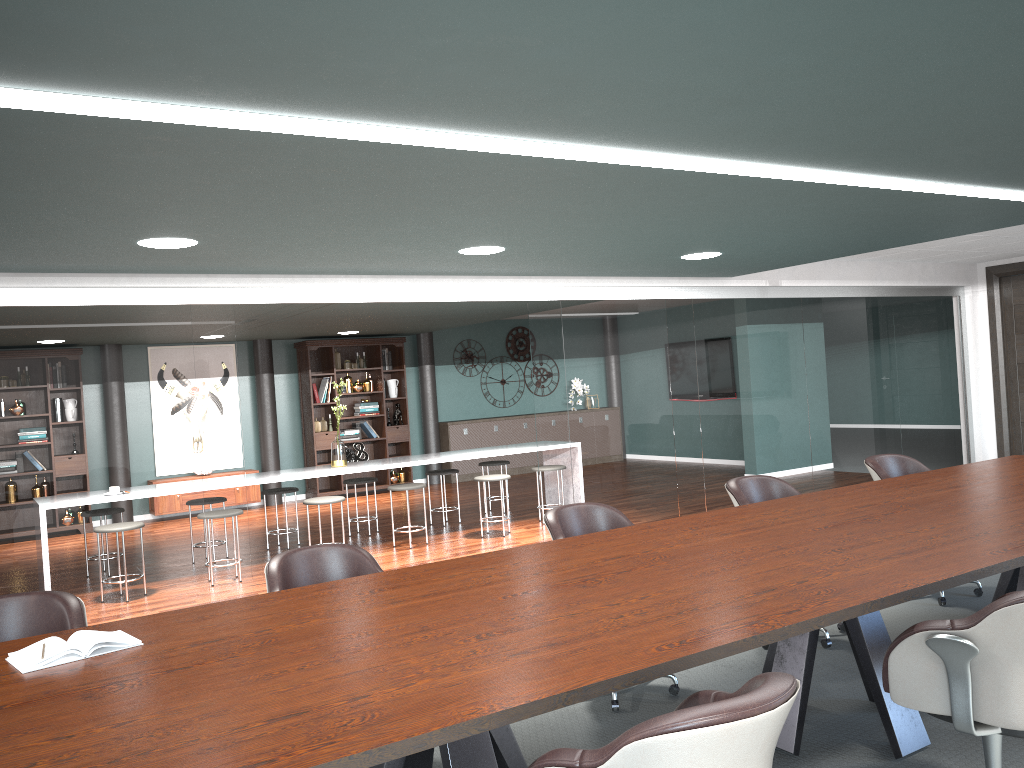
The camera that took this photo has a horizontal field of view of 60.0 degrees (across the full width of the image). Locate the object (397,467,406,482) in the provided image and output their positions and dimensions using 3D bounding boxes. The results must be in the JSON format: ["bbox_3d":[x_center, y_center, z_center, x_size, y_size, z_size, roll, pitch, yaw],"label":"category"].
[{"bbox_3d":[-1.446,1.154,11.609,0.108,0.256,0.108,-4,0,2],"label":"object"}]

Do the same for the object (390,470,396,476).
[{"bbox_3d":[-1.564,1.206,11.621,0.099,0.169,0.099,-4,0,32],"label":"object"}]

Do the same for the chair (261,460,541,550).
[{"bbox_3d":[-1.421,1.142,7.579,4.029,0.512,1.479,-4,0,-32],"label":"chair"}]

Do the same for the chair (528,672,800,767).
[{"bbox_3d":[0.320,0.924,1.734,0.523,0.761,0.533,-4,0,34],"label":"chair"}]

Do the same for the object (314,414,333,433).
[{"bbox_3d":[-2.392,0.489,11.102,0.250,0.221,0.186,-4,0,-34],"label":"object"}]

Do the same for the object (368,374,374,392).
[{"bbox_3d":[-1.841,-0.012,11.517,0.092,0.222,0.092,-4,0,2],"label":"object"}]

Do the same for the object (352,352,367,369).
[{"bbox_3d":[-1.983,-0.303,11.388,0.196,0.221,0.184,-4,0,-32],"label":"object"}]

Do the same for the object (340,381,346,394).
[{"bbox_3d":[-2.132,0.039,11.198,0.079,0.161,0.080,-4,0,-6],"label":"object"}]

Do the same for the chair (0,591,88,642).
[{"bbox_3d":[-1.470,1.040,2.606,0.535,0.761,0.518,-4,0,-11],"label":"chair"}]

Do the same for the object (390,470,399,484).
[{"bbox_3d":[-1.534,1.201,11.496,0.144,0.175,0.073,-4,0,-30],"label":"object"}]

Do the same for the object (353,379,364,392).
[{"bbox_3d":[-1.953,0.019,11.280,0.144,0.175,0.073,-4,0,-30],"label":"object"}]

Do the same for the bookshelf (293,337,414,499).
[{"bbox_3d":[-2.006,0.425,11.373,1.339,1.984,0.482,-4,0,-32],"label":"bookshelf"}]

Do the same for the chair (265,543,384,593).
[{"bbox_3d":[-0.612,0.980,3.141,0.535,0.761,0.518,-4,0,-26],"label":"chair"}]

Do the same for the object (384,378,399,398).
[{"bbox_3d":[-1.613,0.054,11.643,0.268,0.262,0.137,-4,0,8],"label":"object"}]

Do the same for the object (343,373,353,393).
[{"bbox_3d":[-2.091,-0.009,11.314,0.114,0.251,0.114,-4,0,-6],"label":"object"}]

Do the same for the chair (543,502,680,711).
[{"bbox_3d":[0.406,0.909,3.775,0.535,0.761,0.518,-4,0,-26],"label":"chair"}]

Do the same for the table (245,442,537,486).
[{"bbox_3d":[-1.422,1.048,7.512,4.577,0.699,0.609,-4,0,-32],"label":"table"}]

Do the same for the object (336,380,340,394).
[{"bbox_3d":[-2.229,0.040,11.247,0.105,0.172,0.105,-4,0,-36],"label":"object"}]

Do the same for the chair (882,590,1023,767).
[{"bbox_3d":[1.298,0.856,2.333,0.535,0.761,0.518,-4,0,-26],"label":"chair"}]

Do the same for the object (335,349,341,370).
[{"bbox_3d":[-2.228,-0.312,11.256,0.104,0.273,0.104,-4,0,4],"label":"object"}]

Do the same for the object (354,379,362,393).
[{"bbox_3d":[-1.983,0.024,11.406,0.099,0.169,0.099,-4,0,32],"label":"object"}]

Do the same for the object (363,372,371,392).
[{"bbox_3d":[-1.864,-0.028,11.393,0.108,0.256,0.108,-4,0,2],"label":"object"}]

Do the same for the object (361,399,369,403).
[{"bbox_3d":[-1.902,0.218,11.427,0.104,0.052,0.100,-4,0,-28],"label":"object"}]

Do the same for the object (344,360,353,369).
[{"bbox_3d":[-2.093,-0.247,11.305,0.096,0.126,0.106,-4,0,19],"label":"object"}]

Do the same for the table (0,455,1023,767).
[{"bbox_3d":[0.459,0.939,2.781,6.694,0.706,1.374,-4,0,-32],"label":"table"}]

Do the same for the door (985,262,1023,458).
[{"bbox_3d":[5.126,-0.124,8.450,0.139,2.130,1.038,-4,0,-32],"label":"door"}]

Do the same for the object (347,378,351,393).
[{"bbox_3d":[-2.059,0.020,11.210,0.040,0.191,0.040,-4,0,-23],"label":"object"}]

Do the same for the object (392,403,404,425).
[{"bbox_3d":[-1.518,0.394,11.635,0.116,0.286,0.215,-4,0,-36],"label":"object"}]

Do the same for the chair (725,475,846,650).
[{"bbox_3d":[1.319,0.846,4.334,0.523,0.761,0.533,-4,0,40],"label":"chair"}]

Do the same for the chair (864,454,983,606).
[{"bbox_3d":[2.258,0.781,4.929,0.535,0.761,0.518,-4,0,-26],"label":"chair"}]

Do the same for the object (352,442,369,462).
[{"bbox_3d":[-1.966,0.879,11.418,0.233,0.268,0.051,-4,0,-32],"label":"object"}]

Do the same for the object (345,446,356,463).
[{"bbox_3d":[-2.089,0.903,11.203,0.224,0.238,0.159,-4,0,-32],"label":"object"}]
